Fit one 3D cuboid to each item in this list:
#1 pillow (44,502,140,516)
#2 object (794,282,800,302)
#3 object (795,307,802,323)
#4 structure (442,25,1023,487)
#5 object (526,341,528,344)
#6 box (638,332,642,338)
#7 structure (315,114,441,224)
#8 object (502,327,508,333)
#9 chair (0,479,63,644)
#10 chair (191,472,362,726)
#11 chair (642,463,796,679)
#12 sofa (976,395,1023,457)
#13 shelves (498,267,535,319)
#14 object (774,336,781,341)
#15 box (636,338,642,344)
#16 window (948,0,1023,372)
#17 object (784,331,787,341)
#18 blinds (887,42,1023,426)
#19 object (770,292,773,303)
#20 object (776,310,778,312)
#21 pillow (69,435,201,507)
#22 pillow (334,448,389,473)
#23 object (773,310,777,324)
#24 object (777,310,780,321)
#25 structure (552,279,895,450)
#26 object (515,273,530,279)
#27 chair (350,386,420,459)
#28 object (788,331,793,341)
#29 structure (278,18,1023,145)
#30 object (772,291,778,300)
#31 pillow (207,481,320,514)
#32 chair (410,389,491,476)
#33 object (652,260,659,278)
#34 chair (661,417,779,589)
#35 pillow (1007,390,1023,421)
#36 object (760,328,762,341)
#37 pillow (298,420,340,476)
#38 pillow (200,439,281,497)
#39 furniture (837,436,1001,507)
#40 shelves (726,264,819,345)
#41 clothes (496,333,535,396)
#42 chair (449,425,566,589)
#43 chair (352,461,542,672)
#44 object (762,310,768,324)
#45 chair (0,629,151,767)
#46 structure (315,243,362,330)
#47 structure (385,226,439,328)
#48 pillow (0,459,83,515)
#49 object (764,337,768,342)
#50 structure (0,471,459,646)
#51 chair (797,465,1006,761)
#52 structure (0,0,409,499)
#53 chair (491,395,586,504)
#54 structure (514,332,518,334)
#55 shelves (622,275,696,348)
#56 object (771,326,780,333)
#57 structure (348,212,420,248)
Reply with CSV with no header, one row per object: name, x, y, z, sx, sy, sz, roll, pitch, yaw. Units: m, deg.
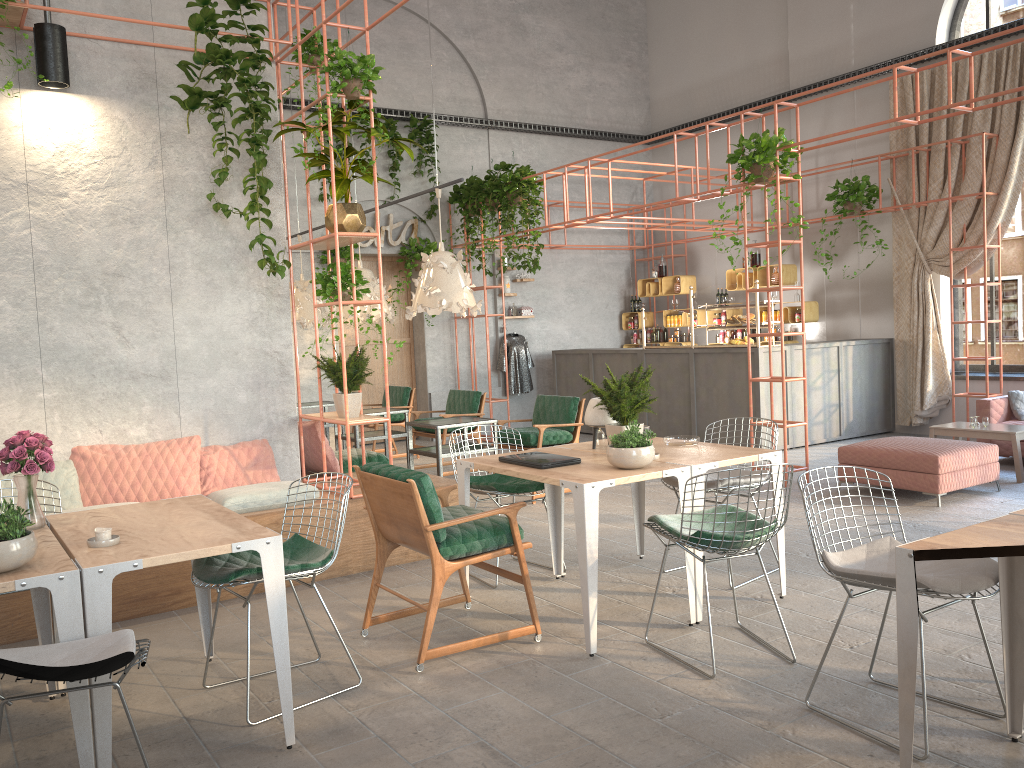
pillow,-2.515,0.826,5.350,0.637,0.149,0.491,-5,4,-32
object,3.867,-1.251,12.041,0.075,0.273,0.075,-6,5,-44
object,3.863,-0.926,11.884,0.131,0.207,0.131,-2,4,12
structure,4.526,-0.950,8.077,4.157,4.247,14.689,-5,4,-33
object,0.240,-0.626,13.868,0.033,0.146,0.070,-1,4,28
box,2.132,-0.798,14.554,0.058,0.093,0.122,-4,4,-22
structure,-1.877,-3.002,12.327,1.939,1.514,0.856,-5,4,-39
object,-0.117,-0.848,13.619,0.093,0.121,0.049,-5,4,-31
chair,-2.404,0.963,4.207,0.565,0.941,0.717,-5,4,-32
chair,-1.059,0.913,3.981,0.717,0.941,0.565,-5,4,-37
chair,0.978,0.804,4.197,0.565,0.941,0.717,-4,4,-17
sofa,5.385,0.496,8.176,1.960,0.672,2.219,-5,4,-33
shelves,0.074,-1.403,13.651,0.560,0.790,0.186,-5,4,-33
object,3.641,-0.642,12.216,0.115,0.107,0.115,-1,4,23
box,2.104,-0.703,14.535,0.058,0.093,0.122,-5,4,-33
window,6.616,-2.872,9.357,0.089,5.538,4.127,-5,4,-33
object,3.733,-0.656,12.181,0.073,0.131,0.073,-6,5,-40
blinds,6.171,-1.603,9.241,0.414,4.389,4.957,-5,4,-32
object,3.572,-1.194,12.273,0.083,0.159,0.083,-2,4,12
object,3.692,-0.937,12.345,0.069,0.191,0.069,-2,3,5
pillow,-2.476,0.609,5.823,0.839,0.474,0.276,-3,4,-13
pillow,-1.372,0.647,7.433,0.491,0.149,0.637,-5,4,-32
object,3.609,-0.924,12.195,0.069,0.191,0.069,-3,3,2
object,3.659,-0.922,12.119,0.069,0.191,0.069,-4,4,-16
structure,2.809,-0.333,12.596,2.579,2.022,4.057,-5,4,-33
object,0.162,-1.673,13.724,0.263,0.101,0.013,-5,4,-33
chair,-1.662,0.506,11.393,0.685,0.930,0.722,-5,4,-33
object,3.850,-0.667,12.264,0.073,0.131,0.073,-6,5,-40
structure,0.152,-3.418,4.802,15.603,0.110,15.203,-5,4,-33
object,3.622,-1.192,12.197,0.083,0.159,0.083,-2,4,12
pillow,-1.665,0.753,5.904,0.637,0.149,0.491,-5,4,-32
chair,-0.712,0.548,9.944,0.685,0.930,0.722,-5,4,-33
object,2.335,-1.858,14.371,0.134,0.301,0.134,-6,5,-44
chair,1.299,0.709,5.520,0.717,0.941,0.565,-5,4,-37
pillow,5.332,0.216,8.986,0.500,0.324,0.307,-3,3,2
object,3.528,-0.757,12.687,0.074,0.287,0.072,-3,3,-1
pillow,-1.675,0.496,7.101,0.276,0.474,0.839,-6,5,-43
pillow,-1.948,0.610,6.195,0.666,0.385,0.289,-5,4,-38
furniture,3.541,0.718,7.753,0.941,0.446,0.976,-5,4,-33
shelves,3.519,-0.732,12.577,0.328,1.838,1.750,-5,4,-33
clothes,0.075,-0.286,13.686,0.366,0.997,0.625,0,4,37
chair,-0.046,0.759,5.745,0.565,0.941,0.717,-5,4,-32
chair,-0.352,0.851,4.536,0.685,0.917,0.722,-5,4,-33
object,3.520,-0.928,12.331,0.069,0.191,0.069,-4,4,-21
chair,-1.380,1.008,2.658,0.565,0.941,0.717,-4,4,-17
structure,-2.495,-1.509,12.158,0.921,1.527,0.950,-3,3,0
structure,-1.414,-1.585,12.914,0.950,1.527,0.921,-5,4,-35
pillow,-3.019,0.703,5.497,0.666,0.385,0.289,-5,4,-38
object,3.570,-0.645,12.324,0.115,0.107,0.115,-5,4,-36
structure,-3.750,1.045,7.645,4.386,0.500,5.831,-5,4,-33
chair,1.494,0.826,3.427,0.565,0.941,0.717,-5,4,-32
structure,-2.678,-0.999,5.261,4.501,4.345,14.096,-5,4,-34
chair,0.257,0.591,8.463,0.685,0.929,0.722,-5,4,-33
structure,0.054,-0.787,13.754,0.066,0.044,0.019,-5,4,-33
shelves,2.468,-0.779,14.183,0.328,1.838,1.750,-5,4,-33
object,3.656,-0.753,12.298,0.115,0.107,0.115,-1,4,23
structure,-1.900,-2.168,12.464,1.312,0.505,0.063,-5,4,-33
